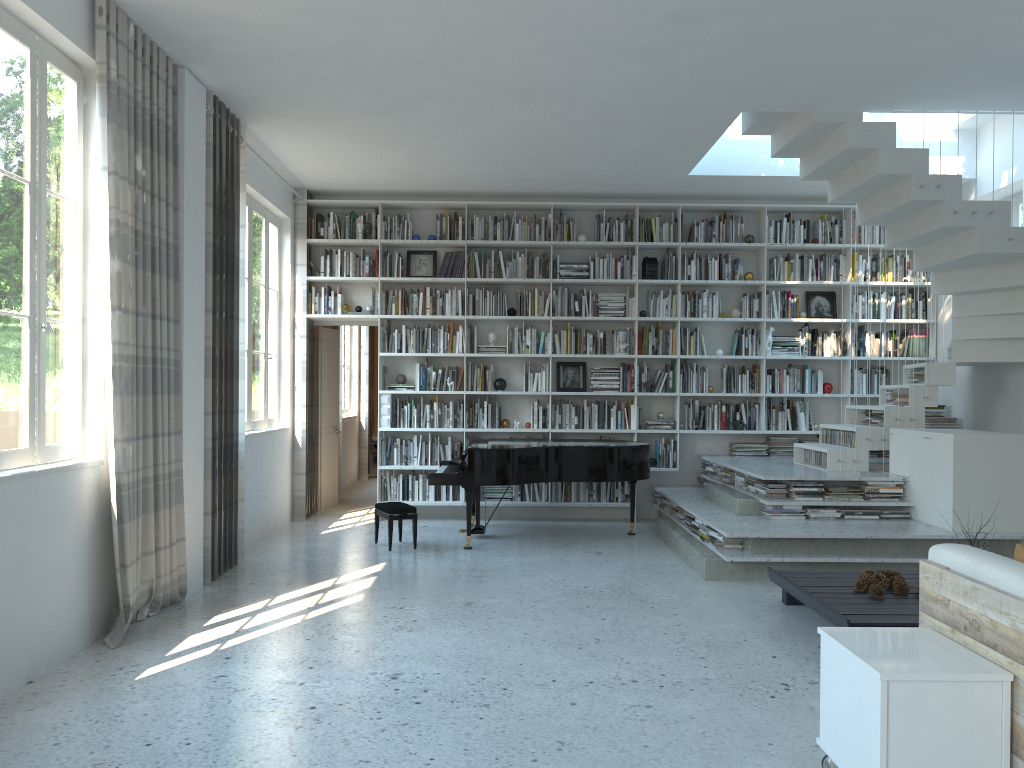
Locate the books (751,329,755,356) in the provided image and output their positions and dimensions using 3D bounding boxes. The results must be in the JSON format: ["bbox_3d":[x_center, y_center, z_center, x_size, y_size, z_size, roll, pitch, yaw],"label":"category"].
[{"bbox_3d":[2.400,-0.410,8.863,0.012,0.273,0.183,0,0,-1],"label":"books"}]

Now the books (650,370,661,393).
[{"bbox_3d":[1.422,-0.025,8.858,0.095,0.228,0.190,0,0,-1],"label":"books"}]

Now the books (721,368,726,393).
[{"bbox_3d":[2.118,-0.034,8.886,0.019,0.252,0.130,0,0,-1],"label":"books"}]

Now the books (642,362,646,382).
[{"bbox_3d":[1.320,-0.067,8.873,0.013,0.307,0.141,0,0,-1],"label":"books"}]

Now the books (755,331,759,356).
[{"bbox_3d":[2.438,-0.399,8.867,0.011,0.252,0.169,0,0,-1],"label":"books"}]

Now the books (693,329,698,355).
[{"bbox_3d":[1.833,-0.412,8.871,0.006,0.270,0.178,0,0,-1],"label":"books"}]

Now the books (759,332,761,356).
[{"bbox_3d":[2.471,-0.395,8.874,0.010,0.245,0.158,0,0,-1],"label":"books"}]

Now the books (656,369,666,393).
[{"bbox_3d":[1.481,-0.030,8.877,0.094,0.238,0.149,0,0,-1],"label":"books"}]

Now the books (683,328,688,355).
[{"bbox_3d":[1.733,-0.418,8.851,0.013,0.279,0.191,0,0,-1],"label":"books"}]

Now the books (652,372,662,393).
[{"bbox_3d":[1.439,-0.015,8.862,0.089,0.210,0.175,0,0,-1],"label":"books"}]

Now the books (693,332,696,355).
[{"bbox_3d":[1.821,-0.399,8.880,0.017,0.243,0.132,0,0,-1],"label":"books"}]

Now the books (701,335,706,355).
[{"bbox_3d":[1.900,-0.381,8.858,0.051,0.210,0.176,0,0,-1],"label":"books"}]

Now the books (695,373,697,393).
[{"bbox_3d":[1.829,-0.011,8.883,0.013,0.203,0.167,0,0,-1],"label":"books"}]

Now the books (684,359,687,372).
[{"bbox_3d":[1.738,-0.081,8.891,0.007,0.342,0.149,0,0,-1],"label":"books"}]

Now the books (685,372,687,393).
[{"bbox_3d":[1.727,-0.013,8.882,0.013,0.204,0.154,0,0,-1],"label":"books"}]

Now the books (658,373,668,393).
[{"bbox_3d":[1.498,-0.011,8.876,0.091,0.205,0.169,0,0,-1],"label":"books"}]

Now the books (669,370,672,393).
[{"bbox_3d":[1.571,-0.023,8.860,0.029,0.223,0.171,0,0,-1],"label":"books"}]

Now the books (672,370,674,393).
[{"bbox_3d":[1.596,-0.025,8.872,0.021,0.226,0.148,0,0,-1],"label":"books"}]

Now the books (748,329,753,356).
[{"bbox_3d":[2.377,-0.410,8.885,0.032,0.274,0.154,0,0,-1],"label":"books"}]

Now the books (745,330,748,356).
[{"bbox_3d":[2.328,-0.405,8.876,0.018,0.263,0.165,0,0,-1],"label":"books"}]

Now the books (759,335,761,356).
[{"bbox_3d":[2.454,-0.378,8.883,0.023,0.212,0.164,0,0,-1],"label":"books"}]

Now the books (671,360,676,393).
[{"bbox_3d":[1.614,-0.074,8.869,0.014,0.325,0.182,0,0,-1],"label":"books"}]

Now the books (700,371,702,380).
[{"bbox_3d":[1.881,-0.021,8.888,0.008,0.223,0.133,0,0,-1],"label":"books"}]

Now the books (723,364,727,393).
[{"bbox_3d":[2.136,-0.053,8.899,0.016,0.290,0.131,0,0,-1],"label":"books"}]

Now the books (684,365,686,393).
[{"bbox_3d":[1.718,-0.051,8.874,0.006,0.281,0.155,0,0,-1],"label":"books"}]

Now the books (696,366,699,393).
[{"bbox_3d":[1.842,-0.043,8.872,0.012,0.267,0.183,0,0,-1],"label":"books"}]

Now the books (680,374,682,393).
[{"bbox_3d":[1.678,-0.005,8.881,0.015,0.188,0.168,0,0,-1],"label":"books"}]

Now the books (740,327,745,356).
[{"bbox_3d":[2.306,-0.421,8.889,0.013,0.295,0.154,0,0,-1],"label":"books"}]

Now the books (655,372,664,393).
[{"bbox_3d":[1.466,-0.016,8.878,0.090,0.212,0.143,0,0,-1],"label":"books"}]

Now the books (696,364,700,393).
[{"bbox_3d":[1.861,-0.052,8.888,0.006,0.285,0.159,0,0,-1],"label":"books"}]

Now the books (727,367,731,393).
[{"bbox_3d":[2.167,-0.039,8.885,0.015,0.262,0.149,0,0,-1],"label":"books"}]

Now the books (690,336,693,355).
[{"bbox_3d":[1.776,-0.374,8.850,0.017,0.192,0.191,0,0,-1],"label":"books"}]

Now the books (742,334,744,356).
[{"bbox_3d":[2.293,-0.383,8.873,0.013,0.219,0.187,0,0,-1],"label":"books"}]

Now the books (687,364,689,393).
[{"bbox_3d":[1.750,-0.052,8.867,0.005,0.284,0.159,0,0,-1],"label":"books"}]

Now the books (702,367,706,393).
[{"bbox_3d":[1.921,-0.039,8.880,0.014,0.261,0.142,0,0,-1],"label":"books"}]

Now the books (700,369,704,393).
[{"bbox_3d":[1.893,-0.028,8.879,0.015,0.238,0.176,0,0,-1],"label":"books"}]

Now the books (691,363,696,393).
[{"bbox_3d":[1.810,-0.058,8.866,0.014,0.297,0.175,0,0,-1],"label":"books"}]

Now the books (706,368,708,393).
[{"bbox_3d":[1.935,-0.034,8.881,0.013,0.251,0.172,0,0,-1],"label":"books"}]

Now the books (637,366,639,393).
[{"bbox_3d":[1.246,-0.046,8.881,0.024,0.263,0.154,0,0,-1],"label":"books"}]

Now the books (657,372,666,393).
[{"bbox_3d":[1.485,-0.017,8.886,0.090,0.215,0.139,0,0,-1],"label":"books"}]

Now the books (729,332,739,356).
[{"bbox_3d":[2.225,-0.393,8.886,0.056,0.241,0.153,0,0,-1],"label":"books"}]

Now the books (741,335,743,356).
[{"bbox_3d":[2.284,-0.378,8.873,0.006,0.210,0.188,0,0,-1],"label":"books"}]

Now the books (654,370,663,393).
[{"bbox_3d":[1.455,-0.023,8.883,0.095,0.226,0.144,0,0,-1],"label":"books"}]

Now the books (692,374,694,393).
[{"bbox_3d":[1.796,-0.003,8.868,0.013,0.186,0.183,0,0,-1],"label":"books"}]

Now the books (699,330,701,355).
[{"bbox_3d":[1.870,-0.404,8.885,0.007,0.254,0.161,0,0,-1],"label":"books"}]

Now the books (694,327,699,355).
[{"bbox_3d":[1.848,-0.421,8.877,0.013,0.287,0.159,0,0,-1],"label":"books"}]

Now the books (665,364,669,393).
[{"bbox_3d":[1.550,-0.055,8.880,0.013,0.286,0.138,0,0,-1],"label":"books"}]

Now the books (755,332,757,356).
[{"bbox_3d":[2.425,-0.395,8.885,0.013,0.245,0.158,0,0,-1],"label":"books"}]

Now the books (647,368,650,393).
[{"bbox_3d":[1.356,-0.038,8.883,0.035,0.248,0.141,0,0,-1],"label":"books"}]

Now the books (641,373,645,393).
[{"bbox_3d":[1.299,-0.010,8.858,0.027,0.192,0.182,0,0,-1],"label":"books"}]

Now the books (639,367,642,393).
[{"bbox_3d":[1.272,-0.040,8.878,0.028,0.253,0.142,0,0,-1],"label":"books"}]

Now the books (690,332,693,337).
[{"bbox_3d":[1.788,-0.399,8.876,0.008,0.242,0.169,0,0,-1],"label":"books"}]

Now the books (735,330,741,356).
[{"bbox_3d":[2.262,-0.406,8.879,0.021,0.264,0.174,0,0,-1],"label":"books"}]

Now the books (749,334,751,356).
[{"bbox_3d":[2.358,-0.385,8.869,0.012,0.224,0.178,0,0,-1],"label":"books"}]

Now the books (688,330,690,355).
[{"bbox_3d":[1.761,-0.406,8.880,0.013,0.256,0.144,0,0,-1],"label":"books"}]

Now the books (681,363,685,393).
[{"bbox_3d":[1.706,-0.058,8.876,0.018,0.295,0.177,0,0,-1],"label":"books"}]

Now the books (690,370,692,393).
[{"bbox_3d":[1.771,-0.023,8.860,0.011,0.226,0.188,0,0,-1],"label":"books"}]

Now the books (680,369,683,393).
[{"bbox_3d":[1.691,-0.030,8.890,0.011,0.239,0.136,0,0,-1],"label":"books"}]

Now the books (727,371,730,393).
[{"bbox_3d":[2.151,-0.016,8.871,0.016,0.216,0.177,0,0,-1],"label":"books"}]
